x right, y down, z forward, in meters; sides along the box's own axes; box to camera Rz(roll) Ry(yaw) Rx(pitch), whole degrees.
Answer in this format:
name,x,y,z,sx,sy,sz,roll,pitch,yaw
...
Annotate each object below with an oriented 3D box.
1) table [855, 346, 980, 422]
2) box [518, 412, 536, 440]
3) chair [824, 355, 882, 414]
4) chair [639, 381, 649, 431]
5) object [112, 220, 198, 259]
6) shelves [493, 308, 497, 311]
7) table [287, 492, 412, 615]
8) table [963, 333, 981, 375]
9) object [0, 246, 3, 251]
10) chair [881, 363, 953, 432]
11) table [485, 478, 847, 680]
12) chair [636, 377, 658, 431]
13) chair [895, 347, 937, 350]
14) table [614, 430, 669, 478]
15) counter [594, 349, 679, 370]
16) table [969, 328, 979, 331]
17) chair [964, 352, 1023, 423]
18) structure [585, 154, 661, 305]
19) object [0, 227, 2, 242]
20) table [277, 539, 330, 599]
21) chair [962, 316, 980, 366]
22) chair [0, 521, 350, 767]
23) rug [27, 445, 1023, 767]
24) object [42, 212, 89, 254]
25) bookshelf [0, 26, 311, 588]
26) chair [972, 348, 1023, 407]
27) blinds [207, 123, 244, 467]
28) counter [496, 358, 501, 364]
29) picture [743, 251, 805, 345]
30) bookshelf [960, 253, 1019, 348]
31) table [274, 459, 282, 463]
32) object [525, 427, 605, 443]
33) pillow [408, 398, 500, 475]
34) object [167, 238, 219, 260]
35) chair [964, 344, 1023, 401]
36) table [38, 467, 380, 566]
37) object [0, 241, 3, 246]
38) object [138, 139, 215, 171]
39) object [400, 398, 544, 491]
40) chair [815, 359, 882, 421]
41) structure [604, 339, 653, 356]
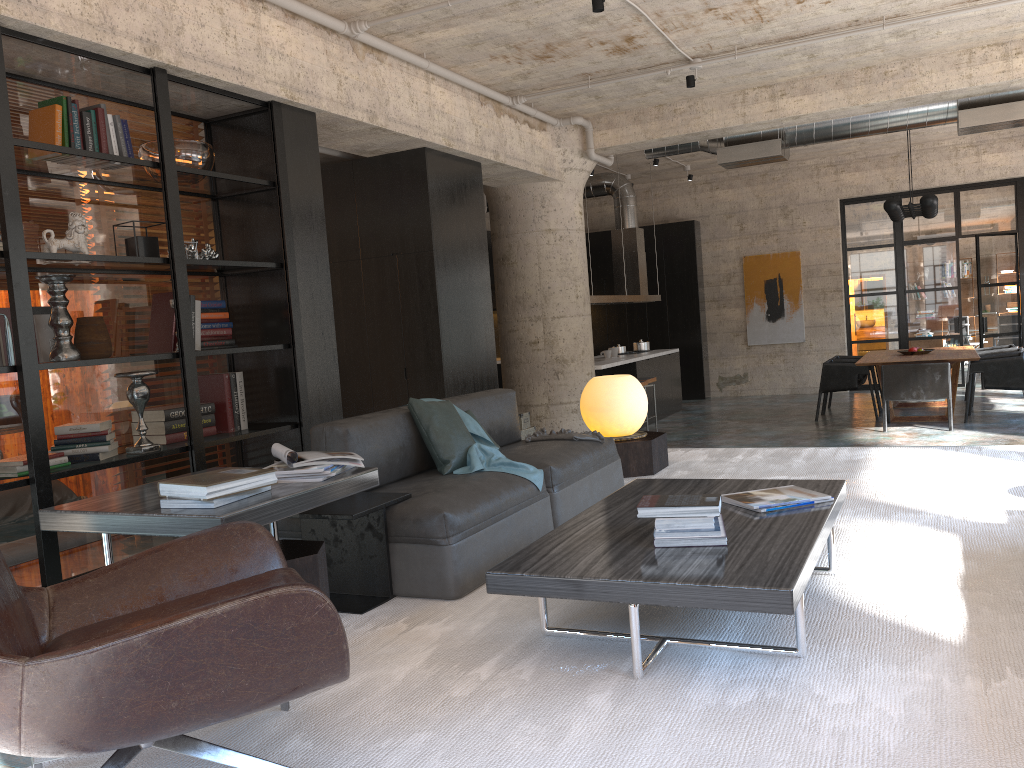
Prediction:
name,x,y,z,sx,sy,sz,roll,pitch,yaw
table,5.119,-0.002,11.146,1.299,0.756,2.410,-3,4,26
box,0.050,0.471,7.728,0.280,0.441,0.331,-3,4,15
chair,4.618,-0.012,12.017,0.754,0.738,0.707,-3,4,26
chair,1.395,0.335,10.829,0.450,0.698,0.450,-3,4,26
object,-1.959,-0.784,4.921,0.200,0.200,0.409,-2,5,36
shelves,-1.389,-1.095,13.692,0.403,0.043,4.362,-3,4,26
table,-0.682,0.675,3.621,0.420,0.390,0.413,-3,4,26
table,8.652,-0.553,15.587,1.800,0.721,0.800,-3,4,26
object,-2.423,-0.602,3.989,0.179,0.034,0.243,-4,4,4
chair,4.583,0.123,10.039,0.707,0.738,0.754,-3,4,26
table,0.656,0.634,3.175,0.900,0.309,1.500,-3,4,26
chair,1.585,0.287,11.337,0.450,0.698,0.450,-3,4,26
chair,5.705,-0.121,12.399,0.707,0.738,0.754,-3,4,26
table,0.646,0.493,5.926,0.616,0.230,1.044,-3,4,26
counter,1.363,-0.339,12.269,1.000,0.046,3.500,-3,4,26
table,9.274,-0.720,17.371,1.800,0.721,0.800,-3,4,26
chair,5.620,0.033,10.185,0.754,0.738,0.707,-2,4,31
structure,1.299,-2.159,12.273,0.538,2.100,3.117,-3,4,26
object,-2.504,-0.793,4.281,0.180,0.394,0.178,-3,4,20
table,-0.798,0.741,3.038,0.316,0.340,0.365,-5,4,-4
chair,8.617,-0.787,16.930,0.684,1.015,0.653,-7,4,-30
chair,-0.942,0.517,2.075,0.975,0.940,0.820,-6,4,-24
rug,0.644,0.807,2.877,2.954,0.032,7.768,-3,4,26
object,-2.352,-0.775,4.669,0.131,0.280,0.252,-2,5,34
bookshelf,-2.269,-0.354,4.529,0.628,2.571,2.900,-3,4,26
chair,6.029,-0.047,10.922,0.754,0.738,0.707,-2,4,31
blinds,-2.576,-0.149,4.692,0.136,3.160,2.915,-3,4,26
counter,-1.062,-0.194,13.628,1.000,0.142,4.360,-3,4,26
picture,4.355,-1.415,14.755,0.928,1.494,0.029,-3,4,26
bookshelf,10.109,-1.624,18.972,3.034,2.179,0.366,-3,4,26
table,-1.247,0.618,5.401,0.316,0.340,0.365,-7,5,-34
object,0.338,0.338,5.166,0.433,0.185,0.429,-3,4,22
pillow,-0.243,0.235,4.440,0.320,0.393,0.670,-2,4,32
object,-1.948,-0.809,5.469,0.323,0.177,0.322,-3,4,26
chair,6.353,-0.120,11.642,0.754,0.738,0.707,-3,4,26
table,-1.004,0.644,3.115,0.800,0.570,0.800,-3,4,26
object,-2.431,-0.630,3.996,0.166,0.024,0.227,-4,4,5
object,-2.018,-1.326,5.356,0.430,0.217,0.434,-2,4,29
object,-0.274,0.297,4.457,0.444,0.438,0.985,-7,5,-38
chair,4.295,0.057,11.362,0.754,0.738,0.707,-3,4,26
structure,1.751,-0.554,13.286,0.506,0.187,0.833,-3,4,26
